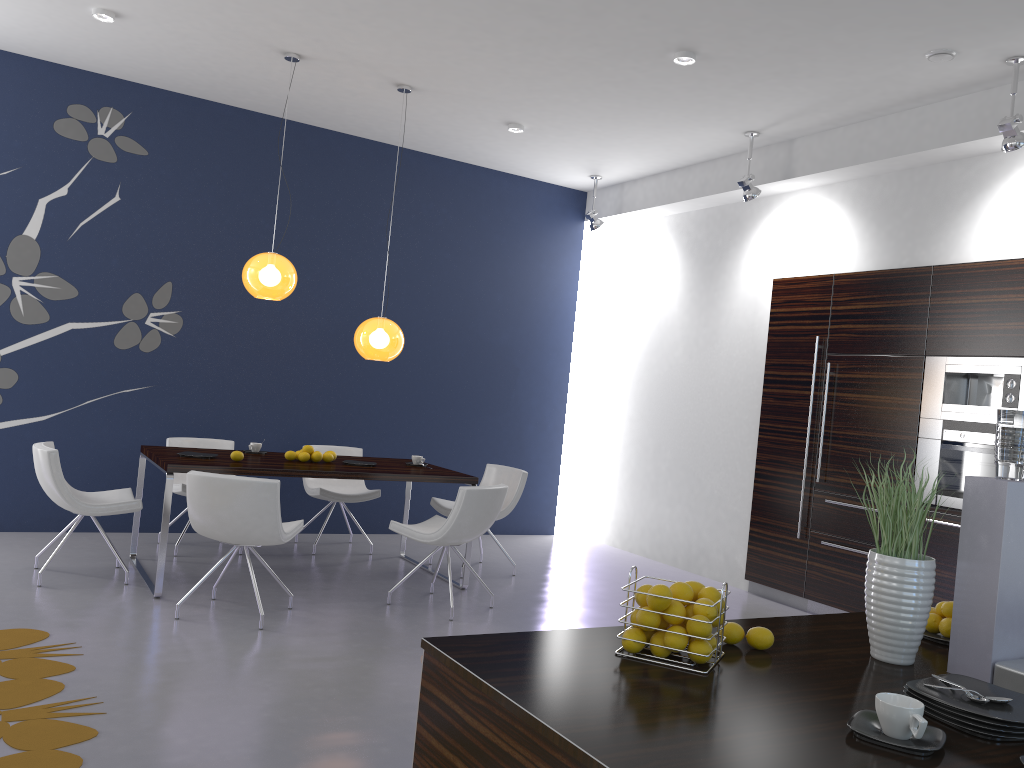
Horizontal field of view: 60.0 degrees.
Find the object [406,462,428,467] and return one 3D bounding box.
[{"bbox_3d":[-0.710,0.599,6.588,0.154,0.020,0.154,5,-1,16],"label":"object"}]

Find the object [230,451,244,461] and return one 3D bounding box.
[{"bbox_3d":[-1.750,0.460,5.650,0.083,0.068,0.070,6,-1,-26],"label":"object"}]

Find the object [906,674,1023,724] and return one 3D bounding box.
[{"bbox_3d":[1.085,0.556,1.702,0.646,0.147,0.269,6,-1,-5],"label":"object"}]

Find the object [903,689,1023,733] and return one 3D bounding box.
[{"bbox_3d":[0.891,0.621,1.684,0.232,0.020,0.232,6,-1,-22],"label":"object"}]

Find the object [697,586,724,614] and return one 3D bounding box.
[{"bbox_3d":[0.434,0.473,1.936,0.052,0.060,0.057,6,-1,-42],"label":"object"}]

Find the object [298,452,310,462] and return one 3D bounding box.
[{"bbox_3d":[-1.417,0.497,6.039,0.083,0.068,0.070,5,-1,29],"label":"object"}]

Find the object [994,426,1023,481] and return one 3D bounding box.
[{"bbox_3d":[1.132,0.158,2.013,0.072,0.119,0.071,6,-1,10],"label":"object"}]

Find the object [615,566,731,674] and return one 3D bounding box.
[{"bbox_3d":[0.354,0.500,1.930,0.207,0.174,0.189,5,-1,25],"label":"object"}]

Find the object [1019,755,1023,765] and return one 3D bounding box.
[{"bbox_3d":[0.903,0.605,1.401,0.153,0.069,0.153,6,-1,3],"label":"object"}]

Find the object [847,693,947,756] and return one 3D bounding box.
[{"bbox_3d":[0.670,0.584,1.541,0.153,0.069,0.153,5,-1,33],"label":"object"}]

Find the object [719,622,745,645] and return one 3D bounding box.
[{"bbox_3d":[0.511,0.580,2.063,0.063,0.051,0.053,6,-1,-26],"label":"object"}]

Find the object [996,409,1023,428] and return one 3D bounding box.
[{"bbox_3d":[1.136,0.120,2.013,0.072,0.119,0.071,6,-1,10],"label":"object"}]

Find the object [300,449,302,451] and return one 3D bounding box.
[{"bbox_3d":[-1.455,0.491,6.201,0.079,0.077,0.094,5,-1,14],"label":"object"}]

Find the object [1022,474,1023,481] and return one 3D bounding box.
[{"bbox_3d":[1.202,0.166,2.053,0.072,0.119,0.071,6,-1,10],"label":"object"}]

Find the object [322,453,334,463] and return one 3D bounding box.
[{"bbox_3d":[-1.281,0.512,6.163,0.083,0.068,0.070,6,-1,-26],"label":"object"}]

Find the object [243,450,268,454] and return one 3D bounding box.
[{"bbox_3d":[-1.830,0.486,6.321,0.154,0.020,0.154,5,-1,15],"label":"object"}]

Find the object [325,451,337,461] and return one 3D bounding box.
[{"bbox_3d":[-1.282,0.508,6.248,0.094,0.077,0.079,5,-1,34],"label":"object"}]

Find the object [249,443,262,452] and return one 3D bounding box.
[{"bbox_3d":[-1.826,0.455,6.312,0.081,0.064,0.101,6,-1,-5],"label":"object"}]

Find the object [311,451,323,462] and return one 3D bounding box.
[{"bbox_3d":[-1.339,0.499,6.087,0.076,0.080,0.094,6,-1,-29],"label":"object"}]

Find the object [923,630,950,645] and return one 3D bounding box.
[{"bbox_3d":[1.155,0.662,2.353,0.232,0.020,0.232,6,-1,-22],"label":"object"}]

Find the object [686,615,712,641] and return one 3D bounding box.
[{"bbox_3d":[0.391,0.508,1.849,0.053,0.055,0.060,5,-1,13],"label":"object"}]

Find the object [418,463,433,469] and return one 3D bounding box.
[{"bbox_3d":[-0.635,0.598,6.501,0.155,0.028,0.032,5,-1,41],"label":"object"}]

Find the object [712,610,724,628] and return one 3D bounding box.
[{"bbox_3d":[0.440,0.513,1.963,0.063,0.051,0.053,5,-1,29],"label":"object"}]

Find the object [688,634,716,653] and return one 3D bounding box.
[{"bbox_3d":[0.412,0.563,1.913,0.061,0.053,0.053,5,-1,12],"label":"object"}]

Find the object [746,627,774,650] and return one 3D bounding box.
[{"bbox_3d":[0.571,0.586,2.042,0.063,0.051,0.053,5,-1,29],"label":"object"}]

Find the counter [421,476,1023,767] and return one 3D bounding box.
[{"bbox_3d":[1.530,0.912,2.131,3.291,1.300,1.302,6,-1,-30],"label":"counter"}]

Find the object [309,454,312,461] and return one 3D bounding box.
[{"bbox_3d":[-1.389,0.499,6.155,0.069,0.071,0.081,5,-1,37],"label":"object"}]

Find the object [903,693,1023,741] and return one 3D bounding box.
[{"bbox_3d":[0.890,0.631,1.683,0.232,0.020,0.232,6,-1,-22],"label":"object"}]

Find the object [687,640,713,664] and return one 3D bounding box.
[{"bbox_3d":[0.393,0.560,1.856,0.053,0.053,0.061,5,-1,15],"label":"object"}]

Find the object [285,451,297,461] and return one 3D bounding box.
[{"bbox_3d":[-1.505,0.488,6.037,0.083,0.068,0.070,6,-1,-26],"label":"object"}]

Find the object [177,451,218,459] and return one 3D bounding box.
[{"bbox_3d":[-2.025,0.460,5.710,0.232,0.020,0.232,6,-1,-2],"label":"object"}]

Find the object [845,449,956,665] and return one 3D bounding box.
[{"bbox_3d":[0.889,0.391,2.085,0.247,0.502,0.269,5,-1,13],"label":"object"}]

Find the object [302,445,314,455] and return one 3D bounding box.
[{"bbox_3d":[-1.399,0.453,6.092,0.083,0.068,0.070,6,-1,-26],"label":"object"}]

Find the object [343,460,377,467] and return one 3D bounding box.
[{"bbox_3d":[-1.071,0.560,6.230,0.232,0.020,0.232,6,-1,-2],"label":"object"}]

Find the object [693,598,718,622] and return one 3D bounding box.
[{"bbox_3d":[0.411,0.482,1.887,0.053,0.051,0.063,5,-1,15],"label":"object"}]

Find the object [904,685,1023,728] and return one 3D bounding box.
[{"bbox_3d":[0.892,0.611,1.684,0.232,0.020,0.232,6,-1,-27],"label":"object"}]

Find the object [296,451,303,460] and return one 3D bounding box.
[{"bbox_3d":[-1.460,0.494,6.112,0.083,0.068,0.070,5,-1,29],"label":"object"}]

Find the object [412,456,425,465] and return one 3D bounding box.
[{"bbox_3d":[-0.697,0.569,6.589,0.101,0.064,0.081,6,-1,-4],"label":"object"}]
